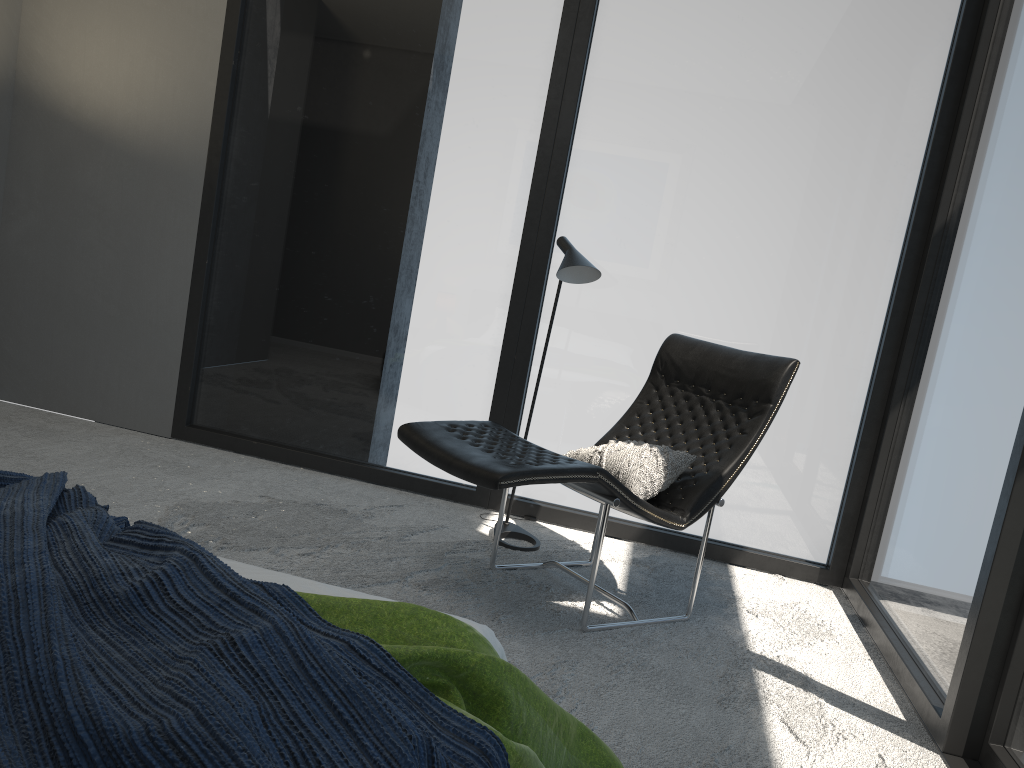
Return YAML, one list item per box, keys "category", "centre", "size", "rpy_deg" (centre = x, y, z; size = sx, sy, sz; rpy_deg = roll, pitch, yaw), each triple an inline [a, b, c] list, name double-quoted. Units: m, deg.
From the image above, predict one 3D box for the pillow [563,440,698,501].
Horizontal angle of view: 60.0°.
- category: "pillow"
  centre: [0.396, 0.295, 3.240]
  size: [0.313, 0.199, 0.440]
  rpy_deg: [5, 9, -40]

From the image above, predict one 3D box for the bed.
- category: "bed"
  centre: [-0.945, 0.361, 0.932]
  size: [2.753, 0.936, 2.611]
  rpy_deg: [11, 7, 9]

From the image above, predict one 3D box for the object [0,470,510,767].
- category: "object"
  centre: [-0.707, 0.475, 1.485]
  size: [0.686, 0.569, 2.146]
  rpy_deg: [5, 9, -39]

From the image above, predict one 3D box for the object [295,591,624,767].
- category: "object"
  centre: [-0.870, 0.395, 1.406]
  size: [2.300, 0.343, 0.644]
  rpy_deg: [11, 7, 8]

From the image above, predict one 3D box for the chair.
- category: "chair"
  centre: [0.287, 0.289, 3.166]
  size: [1.282, 0.998, 0.636]
  rpy_deg: [5, 9, -36]

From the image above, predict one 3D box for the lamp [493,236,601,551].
- category: "lamp"
  centre: [0.135, 0.041, 3.665]
  size: [0.202, 1.304, 0.382]
  rpy_deg: [6, 9, -28]
